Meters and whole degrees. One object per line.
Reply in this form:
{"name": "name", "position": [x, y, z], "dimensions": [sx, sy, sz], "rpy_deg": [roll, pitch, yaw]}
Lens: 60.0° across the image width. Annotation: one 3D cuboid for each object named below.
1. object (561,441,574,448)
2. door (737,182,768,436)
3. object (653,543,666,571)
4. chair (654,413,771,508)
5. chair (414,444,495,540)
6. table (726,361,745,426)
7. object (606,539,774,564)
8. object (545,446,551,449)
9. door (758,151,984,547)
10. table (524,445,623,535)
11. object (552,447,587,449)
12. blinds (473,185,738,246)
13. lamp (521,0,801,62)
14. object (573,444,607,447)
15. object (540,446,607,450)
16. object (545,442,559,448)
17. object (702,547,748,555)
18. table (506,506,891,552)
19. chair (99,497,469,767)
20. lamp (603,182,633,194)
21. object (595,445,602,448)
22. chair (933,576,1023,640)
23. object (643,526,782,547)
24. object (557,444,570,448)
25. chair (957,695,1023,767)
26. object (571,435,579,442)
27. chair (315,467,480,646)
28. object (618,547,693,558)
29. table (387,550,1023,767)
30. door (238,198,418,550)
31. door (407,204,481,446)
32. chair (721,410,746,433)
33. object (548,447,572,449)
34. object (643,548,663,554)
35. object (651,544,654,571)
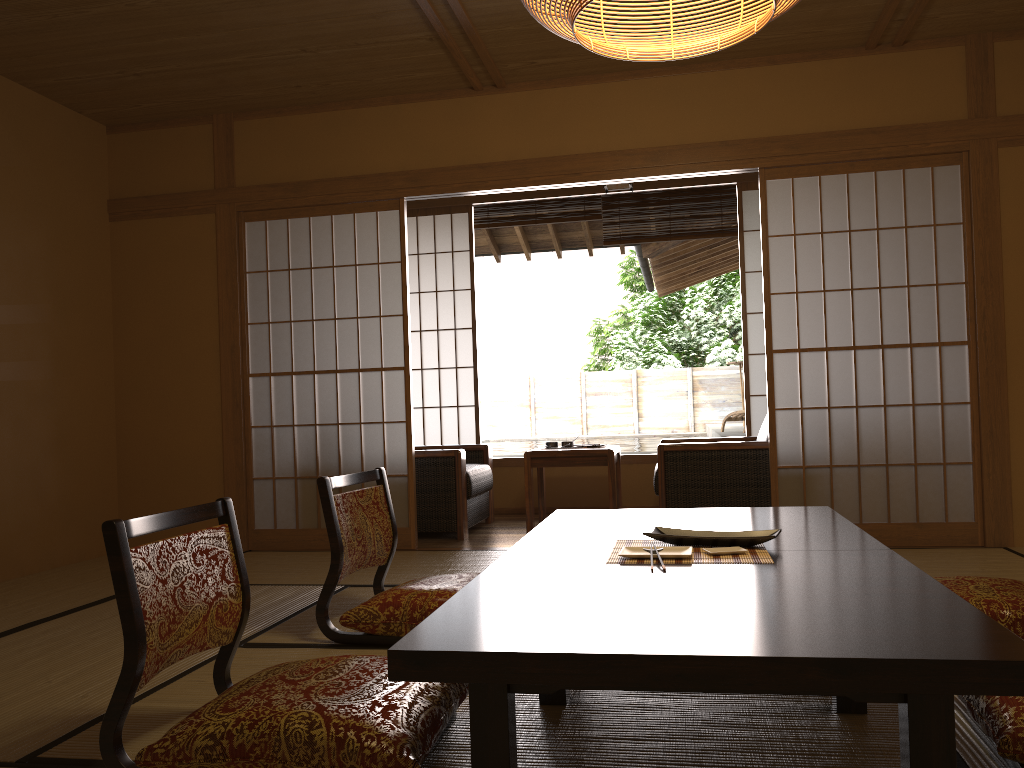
{"name": "object", "position": [0.353, 0.382, 5.609], "dimensions": [0.084, 0.037, 0.084], "rpy_deg": [-2, -2, 3]}
{"name": "door", "position": [2.089, -0.484, 6.089], "dimensions": [0.992, 1.873, 0.040], "rpy_deg": [-2, -1, 11]}
{"name": "object", "position": [0.359, 0.422, 2.171], "dimensions": [0.006, 0.030, 0.229], "rpy_deg": [-2, -2, 3]}
{"name": "chair", "position": [1.322, 0.473, 5.299], "dimensions": [0.944, 0.779, 0.872], "rpy_deg": [-2, -1, 11]}
{"name": "chair", "position": [-0.637, 0.553, 5.676], "dimensions": [0.944, 0.779, 0.872], "rpy_deg": [-2, -1, 11]}
{"name": "table", "position": [2.781, 0.111, 10.047], "dimensions": [0.669, 0.731, 0.669], "rpy_deg": [-2, -1, 14]}
{"name": "object", "position": [0.463, 0.437, 2.333], "dimensions": [0.401, 0.003, 0.398], "rpy_deg": [-2, -2, 11]}
{"name": "object", "position": [0.224, 0.393, 5.535], "dimensions": [0.015, 0.018, 0.050], "rpy_deg": [-1, -2, -37]}
{"name": "door", "position": [1.787, -0.154, 4.450], "dimensions": [0.992, 1.933, 0.040], "rpy_deg": [-2, -1, 11]}
{"name": "table", "position": [0.394, 0.648, 5.515], "dimensions": [0.540, 0.500, 0.540], "rpy_deg": [-2, -1, 11]}
{"name": "object", "position": [0.345, 0.392, 5.438], "dimensions": [0.230, 0.007, 0.006], "rpy_deg": [-2, -1, 6]}
{"name": "blinds", "position": [0.652, -1.296, 6.429], "dimensions": [1.932, 0.594, 0.048], "rpy_deg": [-2, -1, 11]}
{"name": "lamp", "position": [0.379, -1.300, 2.182], "dimensions": [0.799, 0.825, 0.798], "rpy_deg": [-3, -1, 35]}
{"name": "object", "position": [0.486, 0.385, 5.518], "dimensions": [0.131, 0.015, 0.181], "rpy_deg": [-1, -2, -34]}
{"name": "object", "position": [0.386, 0.397, 5.518], "dimensions": [0.401, 0.003, 0.300], "rpy_deg": [-2, -2, 11]}
{"name": "object", "position": [0.254, 0.386, 5.625], "dimensions": [0.084, 0.037, 0.084], "rpy_deg": [-3, -2, 39]}
{"name": "object", "position": [0.543, 0.428, 2.258], "dimensions": [0.099, 0.013, 0.067], "rpy_deg": [-2, -2, -6]}
{"name": "table", "position": [0.570, 0.629, 2.816], "dimensions": [0.995, 0.356, 0.995], "rpy_deg": [-2, -2, 11]}
{"name": "chair", "position": [-0.464, 0.543, 1.977], "dimensions": [0.699, 0.546, 0.582], "rpy_deg": [-2, -1, 10]}
{"name": "lamp", "position": [0.639, -1.525, 5.431], "dimensions": [0.330, 0.681, 0.330], "rpy_deg": [-2, -1, 11]}
{"name": "object", "position": [0.531, 0.379, 5.409], "dimensions": [0.050, 0.018, 0.015], "rpy_deg": [-2, -1, -2]}
{"name": "chair", "position": [1.447, 0.498, 2.657], "dimensions": [0.699, 0.546, 0.582], "rpy_deg": [-2, -1, 10]}
{"name": "object", "position": [0.542, 0.416, 2.402], "dimensions": [0.349, 0.039, 0.129], "rpy_deg": [-3, -2, 24]}
{"name": "object", "position": [0.296, 0.386, 5.504], "dimensions": [0.130, 0.026, 0.038], "rpy_deg": [-2, -1, -5]}
{"name": "chair", "position": [1.291, 0.477, 1.819], "dimensions": [0.687, 0.546, 0.582], "rpy_deg": [-2, -1, 15]}
{"name": "object", "position": [0.375, 0.358, 5.620], "dimensions": [0.117, 0.068, 0.038], "rpy_deg": [-1, -1, -24]}
{"name": "chair", "position": [-0.265, 0.570, 3.046], "dimensions": [0.687, 0.546, 0.582], "rpy_deg": [-2, -1, 15]}
{"name": "object", "position": [0.367, 0.430, 2.255], "dimensions": [0.180, 0.014, 0.130], "rpy_deg": [-2, -2, 13]}
{"name": "table", "position": [0.384, 0.604, 1.839], "dimensions": [0.995, 0.356, 0.995], "rpy_deg": [-2, -2, 11]}
{"name": "door", "position": [-1.045, -0.038, 4.994], "dimensions": [0.992, 1.933, 0.040], "rpy_deg": [-2, -1, 11]}
{"name": "door", "position": [-0.745, -0.368, 6.633], "dimensions": [0.992, 1.873, 0.040], "rpy_deg": [-2, -1, 11]}
{"name": "chair", "position": [2.392, -0.005, 7.812], "dimensions": [0.677, 0.851, 1.226], "rpy_deg": [-2, -1, -14]}
{"name": "object", "position": [0.317, 0.394, 5.460], "dimensions": [0.230, 0.007, 0.006], "rpy_deg": [-2, -1, 0]}
{"name": "object", "position": [0.358, 0.424, 2.242], "dimensions": [0.050, 0.018, 0.015], "rpy_deg": [-2, -1, 8]}
{"name": "object", "position": [0.342, 0.423, 2.171], "dimensions": [0.006, 0.030, 0.229], "rpy_deg": [-2, -2, 8]}
